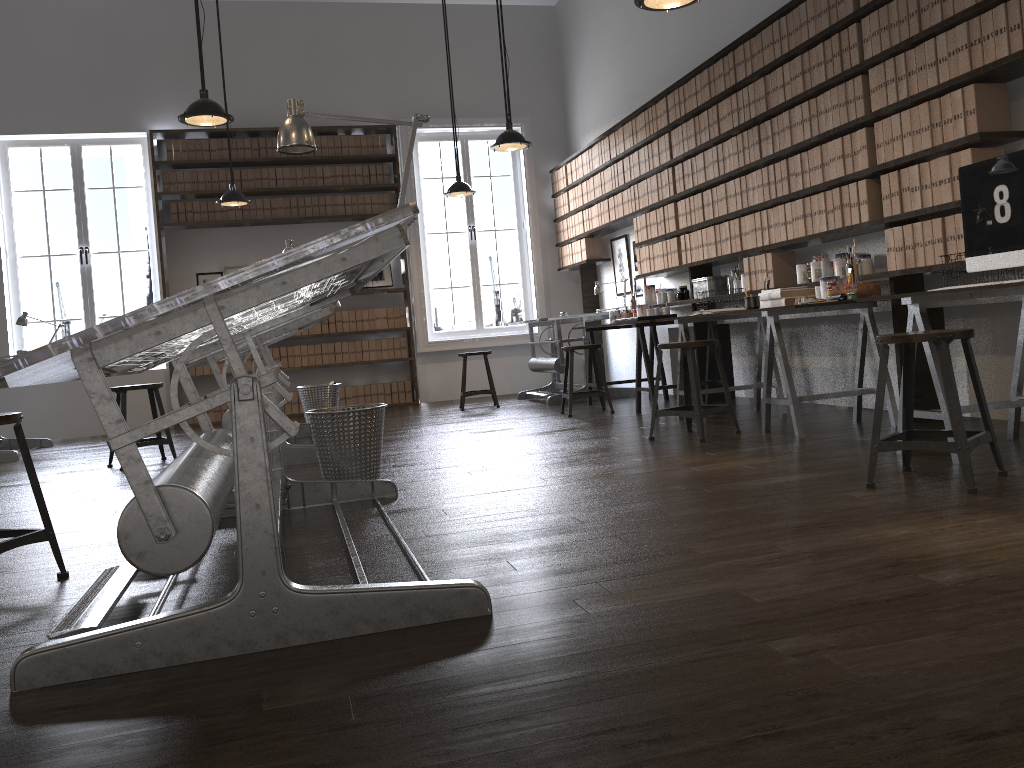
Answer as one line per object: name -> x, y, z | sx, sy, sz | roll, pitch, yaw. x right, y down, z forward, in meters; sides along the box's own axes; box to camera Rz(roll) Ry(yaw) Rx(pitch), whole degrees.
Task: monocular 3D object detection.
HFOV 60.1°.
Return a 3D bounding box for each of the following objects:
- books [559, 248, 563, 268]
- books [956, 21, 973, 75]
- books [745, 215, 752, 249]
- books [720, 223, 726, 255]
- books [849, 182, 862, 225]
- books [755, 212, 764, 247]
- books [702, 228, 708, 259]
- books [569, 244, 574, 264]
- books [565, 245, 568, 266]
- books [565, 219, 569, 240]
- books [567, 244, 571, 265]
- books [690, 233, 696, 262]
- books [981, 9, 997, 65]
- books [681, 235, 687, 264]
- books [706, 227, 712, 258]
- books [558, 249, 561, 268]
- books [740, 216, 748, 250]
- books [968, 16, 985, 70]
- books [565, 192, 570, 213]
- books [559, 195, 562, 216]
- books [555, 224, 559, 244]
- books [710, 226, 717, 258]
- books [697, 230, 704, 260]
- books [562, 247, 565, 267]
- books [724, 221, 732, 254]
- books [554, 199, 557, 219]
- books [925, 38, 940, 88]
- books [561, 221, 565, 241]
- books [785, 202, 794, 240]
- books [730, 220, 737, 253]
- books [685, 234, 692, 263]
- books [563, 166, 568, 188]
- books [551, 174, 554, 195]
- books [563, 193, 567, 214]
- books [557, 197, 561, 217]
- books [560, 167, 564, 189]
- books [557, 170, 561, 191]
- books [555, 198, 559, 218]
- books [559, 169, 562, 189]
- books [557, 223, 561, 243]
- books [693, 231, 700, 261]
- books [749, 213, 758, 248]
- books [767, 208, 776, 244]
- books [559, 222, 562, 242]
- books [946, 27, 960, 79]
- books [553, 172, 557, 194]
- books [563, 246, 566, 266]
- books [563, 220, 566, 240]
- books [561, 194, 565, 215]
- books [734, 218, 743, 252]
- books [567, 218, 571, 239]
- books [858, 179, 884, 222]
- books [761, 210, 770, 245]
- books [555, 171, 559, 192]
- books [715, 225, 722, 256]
books -> 0.620, -1.396, 9.782 | 0.175, 0.226, 0.067 | -5, 0, -14
books -> 2.089, -1.497, 3.956 | 0.175, 0.226, 0.067 | -5, 0, -14
books -> 1.647, -1.010, 5.875 | 0.175, 0.225, 0.066 | -5, 0, -14
books -> 1.560, -1.020, 6.220 | 0.174, 0.225, 0.066 | -5, 0, -14
books -> 1.923, -0.977, 4.785 | 0.175, 0.226, 0.067 | -5, 0, -14
books -> 1.677, -1.005, 5.742 | 0.175, 0.225, 0.066 | -5, 0, -14
books -> 1.491, -1.028, 6.479 | 0.175, 0.225, 0.066 | -5, 0, -14
books -> 0.708, -1.387, 9.446 | 0.174, 0.225, 0.066 | -5, 0, -14
books -> 0.669, -1.390, 9.585 | 0.175, 0.226, 0.067 | -5, 0, -14
books -> 0.665, -1.665, 9.516 | 0.175, 0.226, 0.067 | -5, 0, -14
books -> 0.687, -1.388, 9.515 | 0.175, 0.225, 0.066 | -5, 0, -14
books -> 1.442, -1.034, 6.686 | 0.174, 0.225, 0.066 | -5, 0, -14
books -> 2.129, -1.493, 3.824 | 0.174, 0.225, 0.066 | -5, 0, -14
books -> 1.400, -1.038, 6.822 | 0.175, 0.225, 0.066 | -5, 0, -14
books -> 1.508, -1.026, 6.419 | 0.175, 0.225, 0.066 | -5, 0, -14
books -> 0.607, -1.399, 9.856 | 0.175, 0.225, 0.066 | -5, 0, -14
books -> 1.633, -1.012, 5.939 | 0.175, 0.225, 0.066 | -5, 0, -14
books -> 2.111, -1.495, 3.893 | 0.175, 0.225, 0.066 | -5, 0, -14
books -> 0.666, -1.936, 9.445 | 0.174, 0.225, 0.066 | -5, 0, -14
books -> 0.613, -1.942, 9.643 | 0.175, 0.225, 0.066 | -5, 0, -14
books -> 0.576, -1.675, 9.859 | 0.175, 0.226, 0.067 | -5, 0, -14
books -> 1.520, -1.024, 6.353 | 0.175, 0.226, 0.067 | -5, 0, -14
books -> 1.471, -1.030, 6.549 | 0.175, 0.226, 0.067 | -5, 0, -14
books -> 0.644, -1.395, 9.711 | 0.175, 0.225, 0.066 | -5, 0, -14
books -> 1.574, -1.018, 6.151 | 0.174, 0.225, 0.066 | -5, 0, -14
books -> 0.563, -1.948, 9.842 | 0.175, 0.225, 0.066 | -5, 0, -14
books -> 2.040, -1.503, 4.152 | 0.175, 0.226, 0.067 | -5, 0, -14
books -> 0.630, -1.669, 9.657 | 0.174, 0.225, 0.066 | -5, 0, -14
books -> 1.768, -0.995, 5.400 | 0.175, 0.225, 0.066 | -5, 0, -14
books -> 1.596, -1.016, 6.083 | 0.175, 0.225, 0.066 | -5, 0, -14
books -> 1.421, -1.036, 6.753 | 0.174, 0.225, 0.066 | -5, 0, -14
books -> 0.641, -2.211, 9.438 | 0.175, 0.225, 0.066 | -5, 0, -14
books -> 0.532, -2.224, 9.850 | 0.175, 0.226, 0.067 | -5, 0, -14
books -> 0.648, -1.938, 9.514 | 0.175, 0.225, 0.066 | -5, 0, -14
books -> 0.596, -1.943, 9.704 | 0.175, 0.225, 0.066 | -5, 0, -14
books -> 0.621, -2.213, 9.507 | 0.175, 0.226, 0.067 | -5, 0, -14
books -> 0.592, -2.218, 9.644 | 0.174, 0.225, 0.066 | -5, 0, -14
books -> 0.576, -1.945, 9.773 | 0.175, 0.226, 0.067 | -5, 0, -14
books -> 0.608, -2.216, 9.576 | 0.175, 0.225, 0.066 | -5, 0, -14
books -> 0.598, -1.674, 9.796 | 0.175, 0.225, 0.066 | -5, 0, -14
books -> 1.458, -1.032, 6.618 | 0.175, 0.225, 0.066 | -5, 0, -14
books -> 1.659, -1.007, 5.812 | 0.175, 0.226, 0.067 | -5, 0, -14
books -> 1.719, -1.002, 5.606 | 0.174, 0.225, 0.066 | -5, 0, -14
books -> 0.616, -1.671, 9.727 | 0.174, 0.225, 0.066 | -5, 0, -14
books -> 2.077, -1.499, 4.022 | 0.175, 0.225, 0.066 | -5, 0, -14
books -> 0.550, -2.221, 9.780 | 0.175, 0.225, 0.066 | -5, 0, -14
books -> 0.658, -1.393, 9.647 | 0.175, 0.225, 0.066 | -5, 0, -14
books -> 0.652, -1.667, 9.590 | 0.175, 0.225, 0.066 | -5, 0, -14
books -> 0.625, -1.939, 9.577 | 0.175, 0.226, 0.067 | -5, 0, -14
books -> 1.609, -1.014, 6.009 | 0.175, 0.226, 0.067 | -5, 0, -14
books -> 0.689, -1.663, 9.445 | 0.175, 0.225, 0.066 | -5, 0, -14
books -> 1.945, -0.975, 4.709 | 0.175, 0.225, 0.066 | -5, 0, -14
books -> 1.698, -1.004, 5.673 | 0.174, 0.225, 0.066 | -5, 0, -14
books -> 0.571, -2.220, 9.711 | 0.174, 0.225, 0.066 | -5, 0, -14
books -> 1.543, -1.022, 6.289 | 0.175, 0.225, 0.066 | -5, 0, -14
